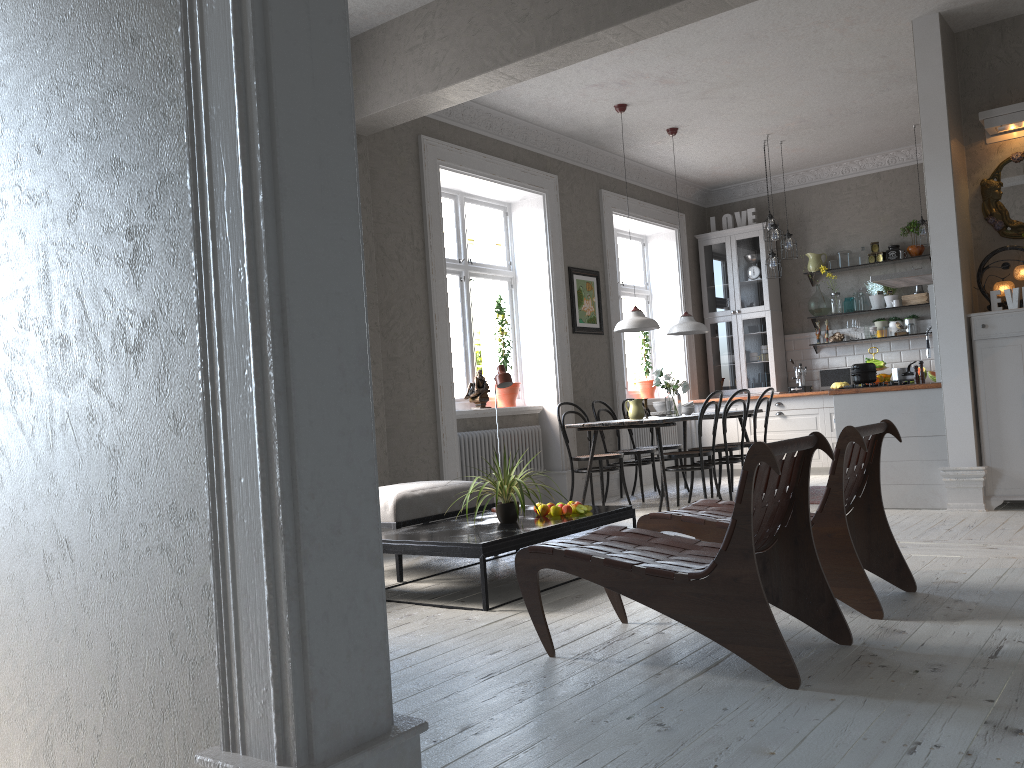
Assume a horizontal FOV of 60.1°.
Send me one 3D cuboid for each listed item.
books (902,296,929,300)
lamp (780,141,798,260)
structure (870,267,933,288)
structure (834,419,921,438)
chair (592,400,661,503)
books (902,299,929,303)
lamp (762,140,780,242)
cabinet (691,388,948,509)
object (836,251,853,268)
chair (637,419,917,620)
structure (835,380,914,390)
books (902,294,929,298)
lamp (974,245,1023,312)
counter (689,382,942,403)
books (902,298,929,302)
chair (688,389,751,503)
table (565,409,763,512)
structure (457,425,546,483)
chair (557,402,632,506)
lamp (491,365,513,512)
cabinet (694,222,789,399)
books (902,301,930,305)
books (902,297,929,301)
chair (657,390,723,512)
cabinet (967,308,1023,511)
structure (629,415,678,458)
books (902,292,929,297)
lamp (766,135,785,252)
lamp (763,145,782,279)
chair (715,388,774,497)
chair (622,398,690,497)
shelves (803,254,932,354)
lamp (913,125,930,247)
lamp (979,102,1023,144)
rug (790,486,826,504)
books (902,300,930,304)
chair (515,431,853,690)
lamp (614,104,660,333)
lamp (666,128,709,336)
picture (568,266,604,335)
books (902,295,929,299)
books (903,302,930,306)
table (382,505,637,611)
[{"bbox_3d":[4.183,-0.886,9.142,0.255,0.011,0.161,-6,-3,43],"label":"books"},{"bbox_3d":[2.631,-2.079,8.599,0.144,1.735,0.149,-5,-2,24],"label":"lamp"},{"bbox_3d":[3.381,-1.659,7.362,0.698,1.595,0.726,-5,-2,37],"label":"structure"},{"bbox_3d":[2.773,0.365,6.522,0.605,0.623,0.635,-5,-2,37],"label":"structure"},{"bbox_3d":[1.025,0.587,7.948,0.538,0.920,0.446,-5,-2,34],"label":"chair"},{"bbox_3d":[4.185,-0.853,9.141,0.161,0.016,0.255,-2,-3,-44],"label":"books"},{"bbox_3d":[2.438,-2.248,8.542,0.144,1.735,0.149,-5,-2,24],"label":"lamp"},{"bbox_3d":[3.173,0.468,8.070,1.998,0.854,4.174,-4,-2,-6],"label":"cabinet"},{"bbox_3d":[3.583,-1.334,9.547,0.174,0.184,0.170,-4,-2,-14],"label":"object"},{"bbox_3d":[1.090,0.543,3.746,0.996,0.721,0.518,-5,-2,37],"label":"chair"},{"bbox_3d":[2.730,0.004,6.552,0.486,0.031,0.618,-5,-2,37],"label":"structure"},{"bbox_3d":[4.181,-0.907,9.143,0.161,0.016,0.255,-2,-3,-44],"label":"books"},{"bbox_3d":[3.334,-0.645,5.916,0.440,0.558,0.175,-6,-3,45],"label":"lamp"},{"bbox_3d":[2.700,0.095,8.227,3.097,0.039,3.460,-5,-2,37],"label":"counter"},{"bbox_3d":[4.184,-0.864,9.141,0.255,0.011,0.161,-6,-3,43],"label":"books"},{"bbox_3d":[1.731,0.518,7.374,0.537,0.920,0.447,-6,-2,44],"label":"chair"},{"bbox_3d":[1.396,0.644,7.646,0.886,0.735,1.959,-5,-2,37],"label":"table"},{"bbox_3d":[-0.120,0.587,7.367,0.146,0.428,1.248,-5,-2,35],"label":"structure"},{"bbox_3d":[0.683,0.596,7.495,0.537,0.920,0.447,-6,-2,44],"label":"chair"},{"bbox_3d":[-0.063,0.312,5.074,0.140,0.839,0.248,-3,-2,-17],"label":"lamp"},{"bbox_3d":[2.635,-0.793,10.113,0.861,1.921,0.396,-5,-2,37],"label":"cabinet"},{"bbox_3d":[4.186,-0.832,9.140,0.255,0.011,0.161,-6,-3,43],"label":"books"},{"bbox_3d":[4.184,-0.875,9.142,0.255,0.011,0.161,-6,-2,40],"label":"books"},{"bbox_3d":[1.403,0.527,6.938,0.538,0.920,0.446,-5,-2,34],"label":"chair"},{"bbox_3d":[3.405,0.158,5.757,0.653,1.297,0.392,-5,-2,37],"label":"cabinet"},{"bbox_3d":[1.449,0.546,9.423,0.146,0.428,1.248,-5,-2,35],"label":"structure"},{"bbox_3d":[4.181,-0.918,9.143,0.255,0.011,0.161,-6,-3,43],"label":"books"},{"bbox_3d":[2.424,-2.123,8.353,0.147,1.735,0.146,-4,-2,-6],"label":"lamp"},{"bbox_3d":[2.507,-1.907,8.699,0.146,1.735,0.147,-4,-2,4],"label":"lamp"},{"bbox_3d":[2.045,0.509,7.756,0.538,0.920,0.446,-5,-2,34],"label":"chair"},{"bbox_3d":[1.340,0.577,8.333,0.447,0.920,0.537,-2,-2,-40],"label":"chair"},{"bbox_3d":[3.813,-0.807,9.411,1.289,0.923,0.233,-5,-2,37],"label":"shelves"},{"bbox_3d":[3.824,-2.167,8.370,0.149,1.735,0.144,-3,-2,-21],"label":"lamp"},{"bbox_3d":[3.374,-1.759,5.924,0.407,0.171,0.224,-5,-2,37],"label":"lamp"},{"bbox_3d":[2.598,0.906,7.288,0.721,0.014,1.315,-5,-2,37],"label":"rug"},{"bbox_3d":[4.186,-0.842,9.141,0.161,0.016,0.255,-2,-2,-40],"label":"books"},{"bbox_3d":[0.559,0.557,3.051,0.996,0.721,0.518,-5,-2,37],"label":"chair"},{"bbox_3d":[0.954,-1.360,7.240,0.384,1.858,0.375,-3,-2,-16],"label":"lamp"},{"bbox_3d":[1.509,-1.375,7.965,0.371,1.858,0.387,-6,-2,44],"label":"lamp"},{"bbox_3d":[0.702,-0.774,8.328,0.019,0.619,0.532,-5,-2,37],"label":"picture"},{"bbox_3d":[4.182,-0.896,9.142,0.161,0.016,0.255,-2,-2,-40],"label":"books"},{"bbox_3d":[4.187,-0.820,9.140,0.255,0.011,0.161,-6,-2,40],"label":"books"},{"bbox_3d":[-0.047,0.865,4.613,0.832,0.303,1.337,-5,-2,37],"label":"table"}]
